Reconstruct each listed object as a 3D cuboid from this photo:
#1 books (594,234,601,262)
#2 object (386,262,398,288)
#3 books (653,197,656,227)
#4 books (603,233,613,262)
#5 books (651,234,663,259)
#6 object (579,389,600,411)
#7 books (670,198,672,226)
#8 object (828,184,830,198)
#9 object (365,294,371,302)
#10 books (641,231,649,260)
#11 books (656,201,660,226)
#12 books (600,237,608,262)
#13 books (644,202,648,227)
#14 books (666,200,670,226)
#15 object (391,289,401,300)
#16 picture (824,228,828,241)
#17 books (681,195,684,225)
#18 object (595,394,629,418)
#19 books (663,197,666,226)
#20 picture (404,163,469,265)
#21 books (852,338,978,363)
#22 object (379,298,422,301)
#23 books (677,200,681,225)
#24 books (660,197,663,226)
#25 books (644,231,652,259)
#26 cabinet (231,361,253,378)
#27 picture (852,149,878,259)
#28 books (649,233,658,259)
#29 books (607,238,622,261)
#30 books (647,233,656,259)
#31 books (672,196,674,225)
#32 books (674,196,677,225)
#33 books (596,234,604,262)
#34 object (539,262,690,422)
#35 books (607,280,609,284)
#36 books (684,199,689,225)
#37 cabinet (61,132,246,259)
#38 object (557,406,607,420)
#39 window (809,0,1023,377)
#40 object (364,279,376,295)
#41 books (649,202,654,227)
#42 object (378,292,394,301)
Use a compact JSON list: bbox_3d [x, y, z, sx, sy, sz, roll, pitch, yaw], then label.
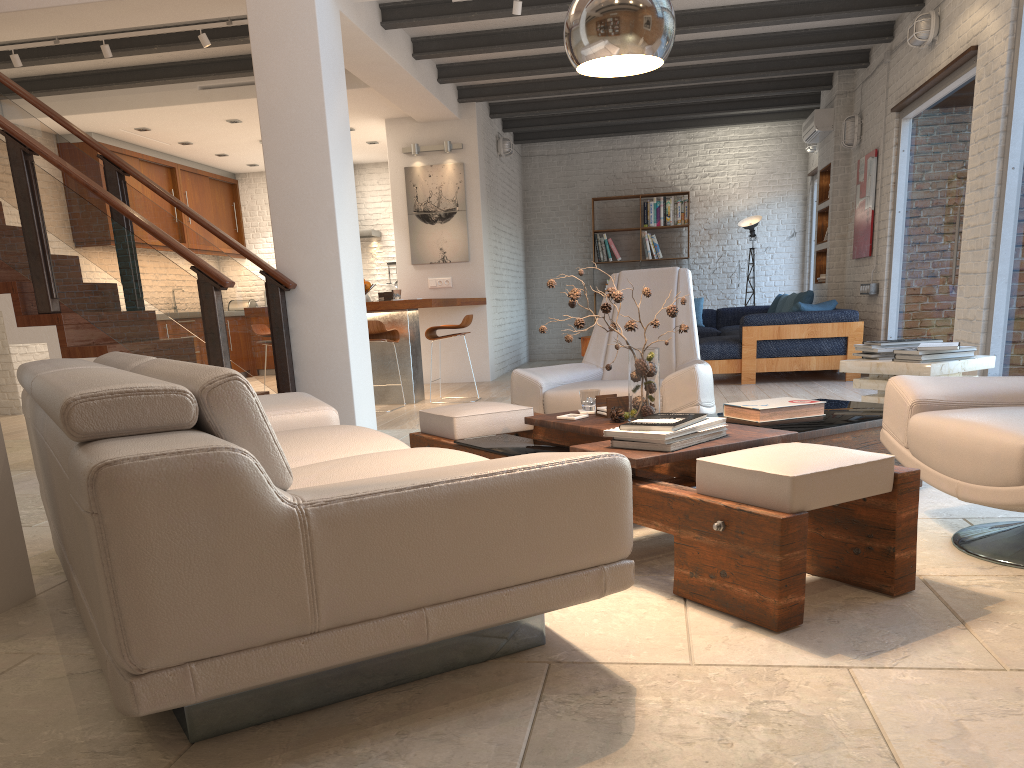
[{"bbox_3d":[1.212,-1.913,12.317,0.091,0.398,0.234,0,13,9],"label":"books"},{"bbox_3d":[-1.472,-1.544,12.373,0.669,0.404,0.135,-2,14,9],"label":"object"},{"bbox_3d":[1.978,-2.370,12.070,0.036,0.397,0.234,0,13,9],"label":"books"},{"bbox_3d":[1.354,-1.916,12.290,0.121,0.395,0.234,0,13,9],"label":"books"},{"bbox_3d":[2.024,-1.913,12.186,0.158,0.341,0.245,-1,12,9],"label":"books"},{"bbox_3d":[0.329,0.069,3.686,0.090,0.088,0.089,-9,12,-31],"label":"object"},{"bbox_3d":[2.193,-2.364,12.042,0.021,0.372,0.261,0,12,9],"label":"books"},{"bbox_3d":[3.596,-2.189,9.752,0.112,0.252,0.208,1,12,17],"label":"object"},{"bbox_3d":[-2.115,-1.270,12.207,0.261,0.285,0.254,3,12,30],"label":"object"},{"bbox_3d":[1.867,-1.935,12.223,0.101,0.398,0.234,0,13,9],"label":"books"},{"bbox_3d":[2.028,-2.345,12.083,0.055,0.342,0.245,0,12,9],"label":"books"},{"bbox_3d":[1.305,-1.894,12.335,0.102,0.346,0.245,0,12,9],"label":"books"},{"bbox_3d":[1.859,-2.339,12.111,0.055,0.342,0.245,0,12,9],"label":"books"},{"bbox_3d":[2.153,-2.347,12.038,0.055,0.342,0.245,0,12,9],"label":"books"},{"bbox_3d":[-1.036,-0.803,7.836,0.091,0.088,0.088,2,11,24],"label":"object"},{"bbox_3d":[3.647,-1.759,9.960,0.102,0.253,0.186,-3,12,0],"label":"picture"},{"bbox_3d":[2.350,-2.383,12.013,0.036,0.397,0.234,0,13,9],"label":"books"},{"bbox_3d":[0.409,0.089,3.570,0.093,0.085,0.111,-6,9,-19],"label":"object"},{"bbox_3d":[2.108,-2.375,12.053,0.036,0.397,0.234,0,13,9],"label":"books"},{"bbox_3d":[-0.817,-1.847,9.512,0.655,1.053,0.019,-1,15,9],"label":"picture"},{"bbox_3d":[1.945,-0.160,4.153,0.388,0.082,0.550,-4,6,-7],"label":"books"},{"bbox_3d":[-1.025,-0.770,7.876,0.395,0.036,0.191,-2,6,13],"label":"object"},{"bbox_3d":[2.304,-2.353,12.023,0.055,0.342,0.245,0,12,9],"label":"books"},{"bbox_3d":[2.070,-2.372,12.049,0.036,0.397,0.234,0,13,9],"label":"books"},{"bbox_3d":[1.901,-1.933,12.195,0.103,0.397,0.234,0,13,9],"label":"books"},{"bbox_3d":[-3.035,-1.487,11.398,4.733,2.938,2.207,-7,12,-25],"label":"cabinet"},{"bbox_3d":[3.468,-1.741,8.583,0.019,0.995,0.715,0,12,9],"label":"picture"},{"bbox_3d":[1.979,-1.921,12.206,0.125,0.361,0.261,0,12,9],"label":"books"},{"bbox_3d":[1.450,-1.891,12.305,0.195,0.330,0.245,-1,12,9],"label":"books"},{"bbox_3d":[1.956,-1.920,12.200,0.125,0.361,0.261,0,12,9],"label":"books"},{"bbox_3d":[2.223,-2.380,12.047,0.036,0.397,0.234,0,13,9],"label":"books"},{"bbox_3d":[2.258,-2.380,12.028,0.036,0.397,0.234,0,13,9],"label":"books"},{"bbox_3d":[1.250,-1.916,12.318,0.091,0.398,0.234,0,13,9],"label":"books"},{"bbox_3d":[0.360,-0.148,3.254,0.538,0.630,0.306,-7,14,-19],"label":"object"},{"bbox_3d":[1.523,-1.460,12.392,0.326,0.057,0.246,-2,6,12],"label":"books"},{"bbox_3d":[2.403,-2.359,12.028,0.055,0.342,0.245,0,12,9],"label":"books"},{"bbox_3d":[-4.370,-2.245,11.028,0.462,1.201,3.230,0,7,9],"label":"cabinet"},{"bbox_3d":[0.301,0.115,3.619,0.269,0.036,0.242,-5,6,-18],"label":"object"},{"bbox_3d":[3.282,-3.082,5.491,0.648,6.622,11.916,0,8,9],"label":"window"},{"bbox_3d":[-1.421,-0.855,7.962,0.362,0.230,0.354,-7,9,-25],"label":"object"},{"bbox_3d":[1.933,-2.340,12.081,0.055,0.342,0.245,0,12,9],"label":"books"},{"bbox_3d":[-1.147,-0.793,7.931,0.092,0.085,0.112,-10,11,-35],"label":"object"}]
